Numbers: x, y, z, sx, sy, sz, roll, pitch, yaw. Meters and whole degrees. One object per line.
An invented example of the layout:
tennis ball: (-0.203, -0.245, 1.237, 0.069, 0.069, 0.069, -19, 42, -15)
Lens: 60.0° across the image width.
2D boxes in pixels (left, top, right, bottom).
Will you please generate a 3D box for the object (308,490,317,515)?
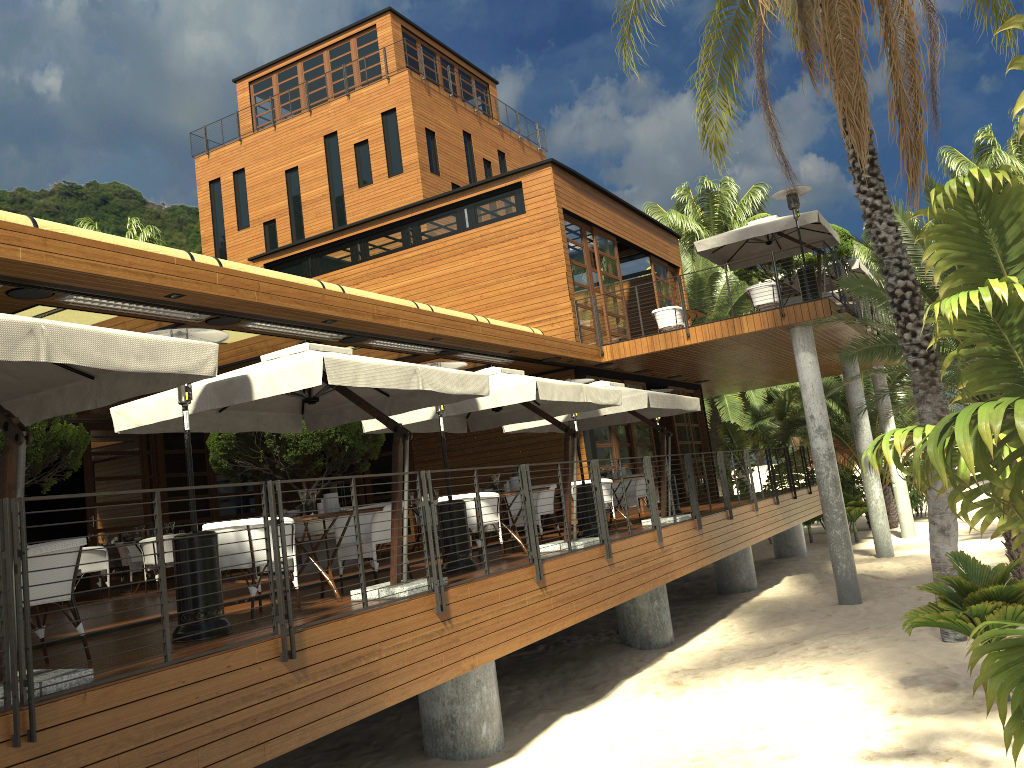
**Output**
object: (-1.839, 1.104, 8.224, 0.082, 0.227, 0.082, -10, -9, 17)

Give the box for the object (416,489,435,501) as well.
object: (-1.460, 1.909, 15.021, 0.263, 0.264, 0.262, -5, -8, -16)

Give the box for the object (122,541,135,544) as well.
object: (-5.679, 2.345, 13.128, 0.170, 0.025, 0.294, -2, -9, -39)

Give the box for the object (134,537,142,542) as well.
object: (-5.599, 2.334, 13.286, 0.116, 0.065, 0.115, -1, -10, -40)

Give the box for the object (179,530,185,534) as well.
object: (-5.024, 2.274, 13.498, 0.086, 0.086, 0.086, -8, -8, 6)

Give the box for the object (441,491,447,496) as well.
object: (-1.119, 1.884, 14.840, 0.163, 0.179, 0.167, -6, -8, -12)

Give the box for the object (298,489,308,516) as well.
object: (-1.804, 1.029, 7.675, 0.082, 0.227, 0.082, -12, -9, 29)

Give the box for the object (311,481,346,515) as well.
object: (-1.625, 1.014, 7.859, 0.263, 0.264, 0.262, -5, -8, -17)

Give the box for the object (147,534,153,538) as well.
object: (-5.367, 2.276, 13.157, 0.086, 0.086, 0.086, -8, -8, 1)

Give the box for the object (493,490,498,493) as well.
object: (-0.193, 1.297, 10.670, 0.080, 0.042, 0.080, -6, -8, -10)

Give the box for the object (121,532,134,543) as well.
object: (-5.806, 2.321, 13.431, 0.163, 0.179, 0.167, -1, -10, -41)

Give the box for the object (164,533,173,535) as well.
object: (-5.236, 2.317, 13.524, 0.116, 0.065, 0.115, -1, -10, -40)

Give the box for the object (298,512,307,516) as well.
object: (-1.826, 1.136, 7.730, 0.080, 0.042, 0.080, -6, -8, -10)

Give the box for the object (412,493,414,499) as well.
object: (-1.698, 1.978, 15.191, 0.082, 0.227, 0.082, -3, -9, -26)

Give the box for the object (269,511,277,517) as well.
object: (-4.271, 2.424, 16.146, 0.263, 0.264, 0.262, -6, -8, -13)

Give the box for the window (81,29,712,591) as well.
window: (-3.582, -5.345, 20.670, 14.485, 18.010, 38.328, -8, -7, 6)

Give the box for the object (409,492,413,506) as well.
object: (-1.675, 1.922, 14.783, 0.082, 0.227, 0.082, -6, -8, -10)

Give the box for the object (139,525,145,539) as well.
object: (-5.482, 2.217, 13.165, 0.082, 0.227, 0.082, -14, -11, 39)

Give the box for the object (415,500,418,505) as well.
object: (-1.565, 1.977, 14.737, 0.086, 0.086, 0.086, -12, -9, 29)

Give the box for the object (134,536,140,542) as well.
object: (-5.656, 2.343, 13.385, 0.086, 0.086, 0.086, -8, -8, 6)

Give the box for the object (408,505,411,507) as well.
object: (-1.783, 2.059, 14.907, 0.170, 0.025, 0.294, -6, -7, -11)

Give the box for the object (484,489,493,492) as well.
object: (-0.282, 1.303, 10.717, 0.116, 0.065, 0.116, -11, -8, 26)

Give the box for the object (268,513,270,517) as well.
object: (-4.479, 2.491, 16.330, 0.082, 0.227, 0.082, -5, -9, -19)

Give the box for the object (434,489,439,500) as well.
object: (-1.252, 1.870, 14.806, 0.082, 0.227, 0.082, -3, -9, -26)

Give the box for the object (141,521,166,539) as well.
object: (-5.430, 2.231, 13.445, 0.263, 0.264, 0.263, 0, -11, -44)

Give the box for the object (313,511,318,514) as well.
object: (-1.790, 1.184, 8.140, 0.080, 0.042, 0.080, -6, -8, -10)

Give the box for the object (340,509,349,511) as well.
object: (-1.669, 1.191, 8.252, 0.294, 0.025, 0.170, -11, -8, 28)

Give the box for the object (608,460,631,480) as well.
object: (1.662, 1.338, 13.777, 0.263, 0.264, 0.262, -5, -8, -17)

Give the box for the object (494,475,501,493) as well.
object: (-0.171, 1.190, 10.614, 0.082, 0.227, 0.082, -12, -9, 29)

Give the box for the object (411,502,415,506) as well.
object: (-1.649, 2.034, 15.011, 0.116, 0.065, 0.115, -6, -8, -12)

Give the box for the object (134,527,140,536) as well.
object: (-5.713, 2.295, 13.530, 0.082, 0.227, 0.082, 0, -11, -43)

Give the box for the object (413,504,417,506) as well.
object: (-1.620, 2.026, 14.888, 0.080, 0.042, 0.080, -10, -8, 18)

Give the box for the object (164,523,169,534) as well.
object: (-5.349, 2.275, 13.753, 0.082, 0.227, 0.082, -14, -11, 39)

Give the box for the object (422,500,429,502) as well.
object: (-1.433, 1.973, 14.761, 0.116, 0.065, 0.116, -9, -8, 11)

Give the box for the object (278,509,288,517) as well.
object: (-2.019, 1.150, 7.816, 0.086, 0.086, 0.086, -13, -9, 33)

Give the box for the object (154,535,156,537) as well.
object: (-5.300, 2.292, 13.265, 0.116, 0.065, 0.115, -5, -8, -18)

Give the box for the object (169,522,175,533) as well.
object: (-5.132, 2.203, 13.409, 0.082, 0.227, 0.082, 0, -11, -43)

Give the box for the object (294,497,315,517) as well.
object: (-1.879, 1.107, 7.995, 0.162, 0.179, 0.168, -12, -9, 30)

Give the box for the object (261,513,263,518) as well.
object: (-4.457, 2.434, 15.909, 0.082, 0.227, 0.082, -4, -9, -24)

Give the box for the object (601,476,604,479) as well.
object: (1.373, 1.467, 13.695, 0.116, 0.065, 0.116, -9, -8, 10)

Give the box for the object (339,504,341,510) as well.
object: (-1.603, 1.127, 8.065, 0.086, 0.086, 0.086, -13, -9, 33)

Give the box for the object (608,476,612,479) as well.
object: (1.581, 1.480, 14.014, 0.116, 0.065, 0.116, -9, -8, 10)

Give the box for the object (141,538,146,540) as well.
object: (-5.502, 2.327, 13.240, 0.080, 0.042, 0.080, -6, -8, -11)

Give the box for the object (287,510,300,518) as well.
object: (-1.914, 1.142, 7.777, 0.116, 0.065, 0.116, -11, -8, 26)

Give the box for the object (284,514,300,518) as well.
object: (-1.946, 1.146, 7.615, 0.294, 0.025, 0.170, -11, -8, 28)
